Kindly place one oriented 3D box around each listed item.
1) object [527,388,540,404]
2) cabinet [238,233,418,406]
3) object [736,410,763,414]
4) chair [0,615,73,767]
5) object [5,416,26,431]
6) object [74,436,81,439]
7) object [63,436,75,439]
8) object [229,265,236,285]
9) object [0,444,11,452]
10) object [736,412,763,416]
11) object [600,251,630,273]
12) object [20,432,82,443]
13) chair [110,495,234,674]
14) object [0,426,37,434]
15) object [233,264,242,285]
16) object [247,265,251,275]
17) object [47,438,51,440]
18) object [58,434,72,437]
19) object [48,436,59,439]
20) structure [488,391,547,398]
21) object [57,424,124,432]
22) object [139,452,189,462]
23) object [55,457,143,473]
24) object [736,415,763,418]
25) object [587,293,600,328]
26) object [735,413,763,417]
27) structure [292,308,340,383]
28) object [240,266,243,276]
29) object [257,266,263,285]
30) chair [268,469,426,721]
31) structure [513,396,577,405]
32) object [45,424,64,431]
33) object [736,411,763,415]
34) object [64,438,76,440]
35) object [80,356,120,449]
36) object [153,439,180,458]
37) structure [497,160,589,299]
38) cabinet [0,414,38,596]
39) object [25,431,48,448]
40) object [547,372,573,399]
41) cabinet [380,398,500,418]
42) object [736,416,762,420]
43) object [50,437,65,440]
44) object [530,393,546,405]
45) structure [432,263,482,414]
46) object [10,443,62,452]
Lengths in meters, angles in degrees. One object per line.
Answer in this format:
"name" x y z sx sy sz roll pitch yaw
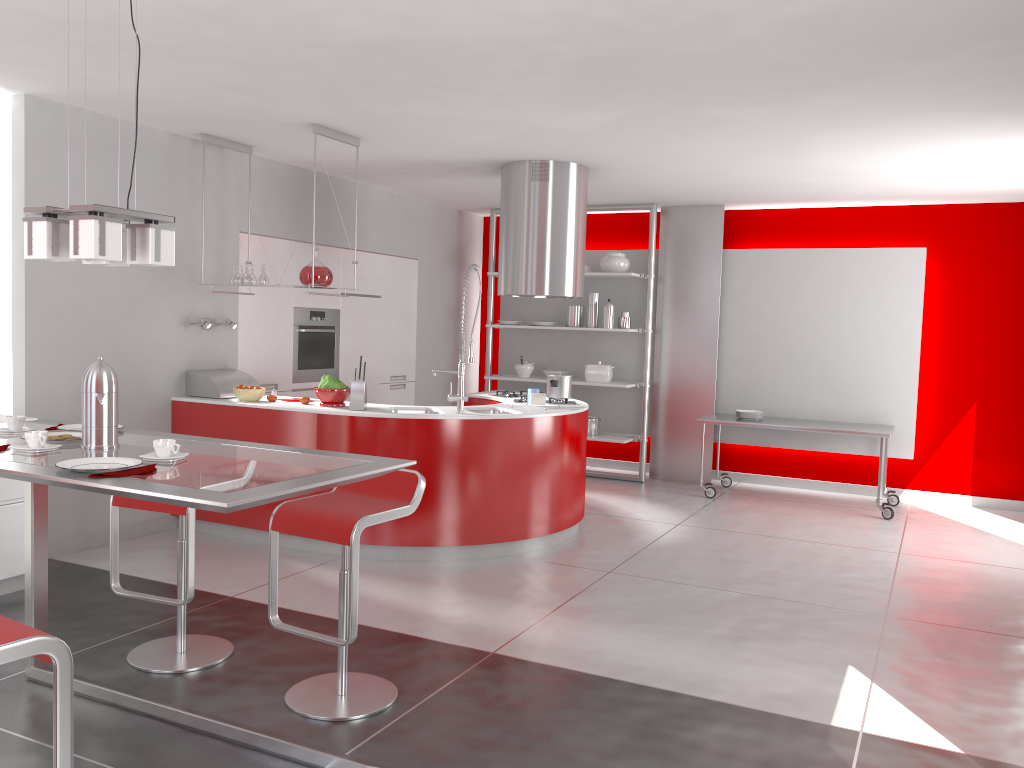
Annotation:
"object" 0.147 0.082 6.104 0.080 0.100 0.109 2 4 -1
"cabinet" -1.728 -0.142 7.615 0.614 2.026 2.398 4 4 26
"object" 2.068 0.247 7.733 0.228 0.020 0.228 2 4 8
"chair" -1.244 0.833 1.875 0.418 0.857 0.460 4 4 33
"object" -1.717 0.136 3.059 0.078 0.049 0.062 4 4 25
"object" -1.451 0.178 2.936 0.036 0.006 0.034 4 4 25
"object" -1.452 0.174 2.905 0.034 0.006 0.036 -1 5 -40
"object" -1.856 -0.725 5.921 0.060 0.141 0.060 4 4 26
"object" -1.552 0.196 2.607 0.095 0.012 0.234 4 4 25
"object" 2.068 0.267 7.734 0.228 0.020 0.228 2 4 8
"object" 0.973 -1.144 8.377 0.287 0.222 0.287 1 4 -20
"object" -1.485 0.178 2.901 0.217 0.015 0.217 0 4 -27
"chair" -1.369 0.709 3.723 0.418 0.857 0.460 3 4 21
"object" -1.711 0.161 3.057 0.119 0.016 0.119 -2 5 -44
"object" -1.804 -0.718 5.841 0.060 0.141 0.060 2 4 3
"object" -1.766 -0.723 5.938 0.060 0.141 0.060 4 4 26
"object" -1.512 0.180 2.879 0.036 0.006 0.034 2 4 5
"object" -1.481 0.171 2.937 0.034 0.006 0.036 3 4 14
"object" -1.499 0.173 2.898 0.034 0.006 0.036 0 4 -27
"structure" 0.078 0.077 6.930 0.457 0.037 0.303 -1 4 -34
"object" -1.502 0.160 3.162 0.217 0.015 0.217 0 4 -28
"object" -1.017 0.214 2.596 0.119 0.016 0.119 2 4 6
"object" -1.119 0.222 2.408 0.217 0.015 0.217 -1 5 -40
"object" 2.067 0.287 7.736 0.228 0.020 0.228 2 4 8
"object" 0.764 -0.693 8.365 0.109 0.329 0.110 4 4 24
"object" 2.067 0.277 7.735 0.228 0.020 0.228 2 4 8
"structure" -1.569 -0.314 7.195 0.050 0.589 0.599 4 4 26
"object" -1.828 -0.729 6.002 0.060 0.141 0.060 4 4 26
"object" -1.668 -0.718 5.917 0.060 0.141 0.060 4 4 26
"chair" -0.620 0.757 3.354 0.418 0.857 0.460 4 4 31
"structure" 0.239 0.115 6.422 0.457 0.037 0.303 2 4 1
"object" -1.623 0.154 3.228 0.095 0.012 0.234 4 4 26
"object" 2.068 0.257 7.734 0.228 0.020 0.228 2 4 8
"object" -1.439 0.181 2.893 0.036 0.006 0.034 -2 5 -43
"object" -1.307 0.054 2.794 0.149 0.287 0.113 4 4 34
"object" -1.012 0.190 2.588 0.062 0.049 0.078 -1 5 -41
"structure" 0.229 -1.126 6.613 0.644 0.958 0.644 1 4 -8
"cabinet" -3.084 0.633 3.841 0.610 0.880 1.802 4 4 26
"object" -1.436 0.170 2.677 0.062 0.049 0.078 0 4 -24
"object" 0.342 0.009 6.410 0.189 0.185 0.218 1 4 -12
"cabinet" -0.954 0.514 6.257 1.875 0.761 1.025 1 4 -19
"object" 2.067 0.297 7.736 0.228 0.020 0.228 2 4 8
"object" -1.470 0.176 2.868 0.034 0.006 0.036 5 5 38
"object" 0.173 0.100 5.977 0.100 0.080 0.109 2 4 -4
"structure" -0.316 -0.282 5.444 0.308 0.920 0.178 1 4 -21
"object" -1.440 0.194 2.686 0.119 0.016 0.119 3 4 23
